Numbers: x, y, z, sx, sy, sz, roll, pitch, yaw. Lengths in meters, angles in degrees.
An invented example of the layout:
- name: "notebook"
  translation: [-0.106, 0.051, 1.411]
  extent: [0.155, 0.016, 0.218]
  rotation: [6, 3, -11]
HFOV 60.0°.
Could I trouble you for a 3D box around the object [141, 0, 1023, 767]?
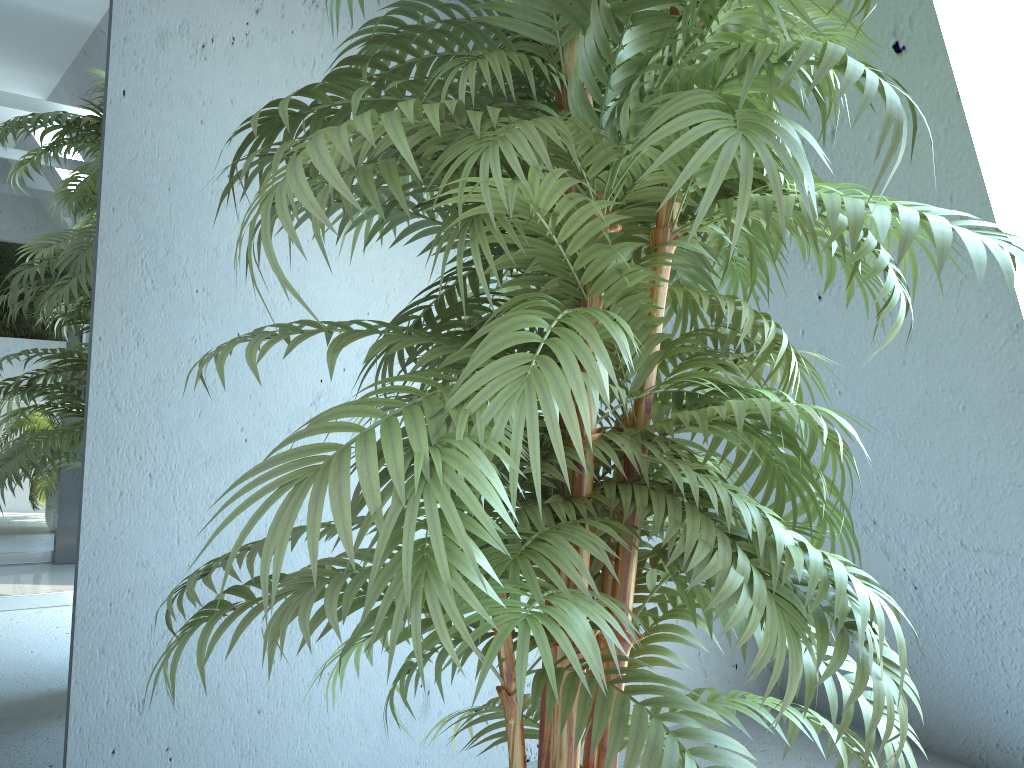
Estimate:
- name: "object"
  translation: [0.102, -0.022, 1.121]
  extent: [0.980, 2.034, 1.020]
  rotation: [3, -1, 13]
